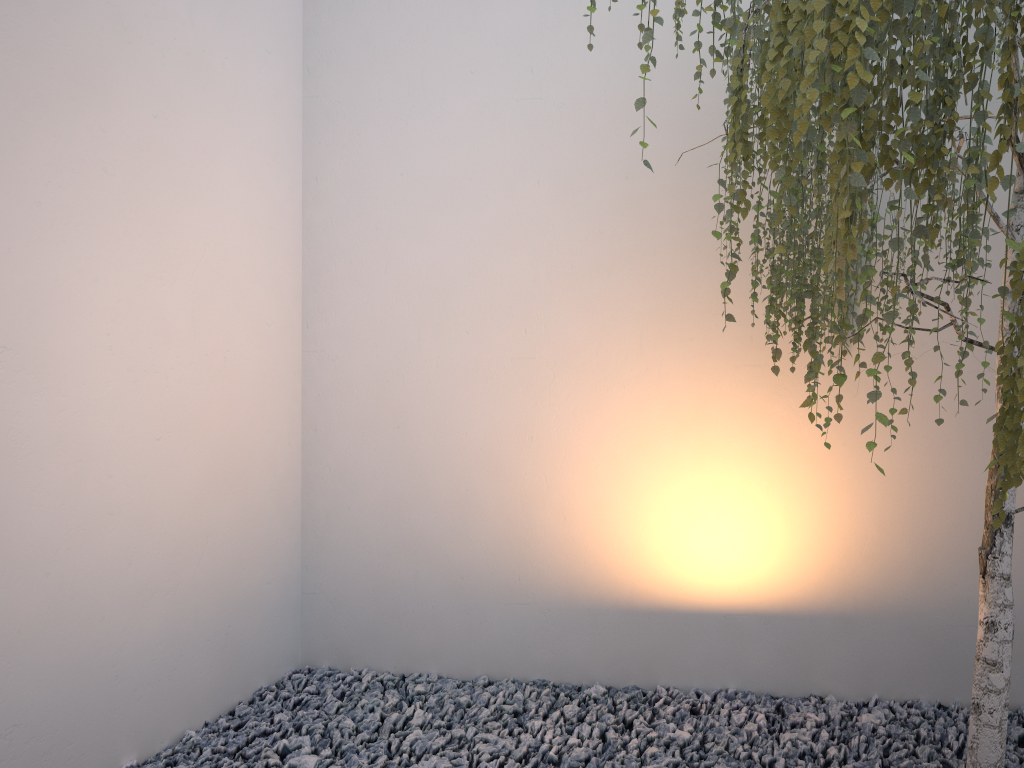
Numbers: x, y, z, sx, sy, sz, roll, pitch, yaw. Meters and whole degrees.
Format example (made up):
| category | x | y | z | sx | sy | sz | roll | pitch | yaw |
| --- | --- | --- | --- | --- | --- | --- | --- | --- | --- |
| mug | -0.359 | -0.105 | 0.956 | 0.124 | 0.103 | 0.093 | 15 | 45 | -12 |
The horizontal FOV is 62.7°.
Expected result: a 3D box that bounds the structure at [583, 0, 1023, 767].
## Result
| category | x | y | z | sx | sy | sz | roll | pitch | yaw |
| --- | --- | --- | --- | --- | --- | --- | --- | --- | --- |
| structure | 1.311 | -0.844 | 1.930 | 2.382 | 4.012 | 1.799 | 1 | 4 | 6 |
